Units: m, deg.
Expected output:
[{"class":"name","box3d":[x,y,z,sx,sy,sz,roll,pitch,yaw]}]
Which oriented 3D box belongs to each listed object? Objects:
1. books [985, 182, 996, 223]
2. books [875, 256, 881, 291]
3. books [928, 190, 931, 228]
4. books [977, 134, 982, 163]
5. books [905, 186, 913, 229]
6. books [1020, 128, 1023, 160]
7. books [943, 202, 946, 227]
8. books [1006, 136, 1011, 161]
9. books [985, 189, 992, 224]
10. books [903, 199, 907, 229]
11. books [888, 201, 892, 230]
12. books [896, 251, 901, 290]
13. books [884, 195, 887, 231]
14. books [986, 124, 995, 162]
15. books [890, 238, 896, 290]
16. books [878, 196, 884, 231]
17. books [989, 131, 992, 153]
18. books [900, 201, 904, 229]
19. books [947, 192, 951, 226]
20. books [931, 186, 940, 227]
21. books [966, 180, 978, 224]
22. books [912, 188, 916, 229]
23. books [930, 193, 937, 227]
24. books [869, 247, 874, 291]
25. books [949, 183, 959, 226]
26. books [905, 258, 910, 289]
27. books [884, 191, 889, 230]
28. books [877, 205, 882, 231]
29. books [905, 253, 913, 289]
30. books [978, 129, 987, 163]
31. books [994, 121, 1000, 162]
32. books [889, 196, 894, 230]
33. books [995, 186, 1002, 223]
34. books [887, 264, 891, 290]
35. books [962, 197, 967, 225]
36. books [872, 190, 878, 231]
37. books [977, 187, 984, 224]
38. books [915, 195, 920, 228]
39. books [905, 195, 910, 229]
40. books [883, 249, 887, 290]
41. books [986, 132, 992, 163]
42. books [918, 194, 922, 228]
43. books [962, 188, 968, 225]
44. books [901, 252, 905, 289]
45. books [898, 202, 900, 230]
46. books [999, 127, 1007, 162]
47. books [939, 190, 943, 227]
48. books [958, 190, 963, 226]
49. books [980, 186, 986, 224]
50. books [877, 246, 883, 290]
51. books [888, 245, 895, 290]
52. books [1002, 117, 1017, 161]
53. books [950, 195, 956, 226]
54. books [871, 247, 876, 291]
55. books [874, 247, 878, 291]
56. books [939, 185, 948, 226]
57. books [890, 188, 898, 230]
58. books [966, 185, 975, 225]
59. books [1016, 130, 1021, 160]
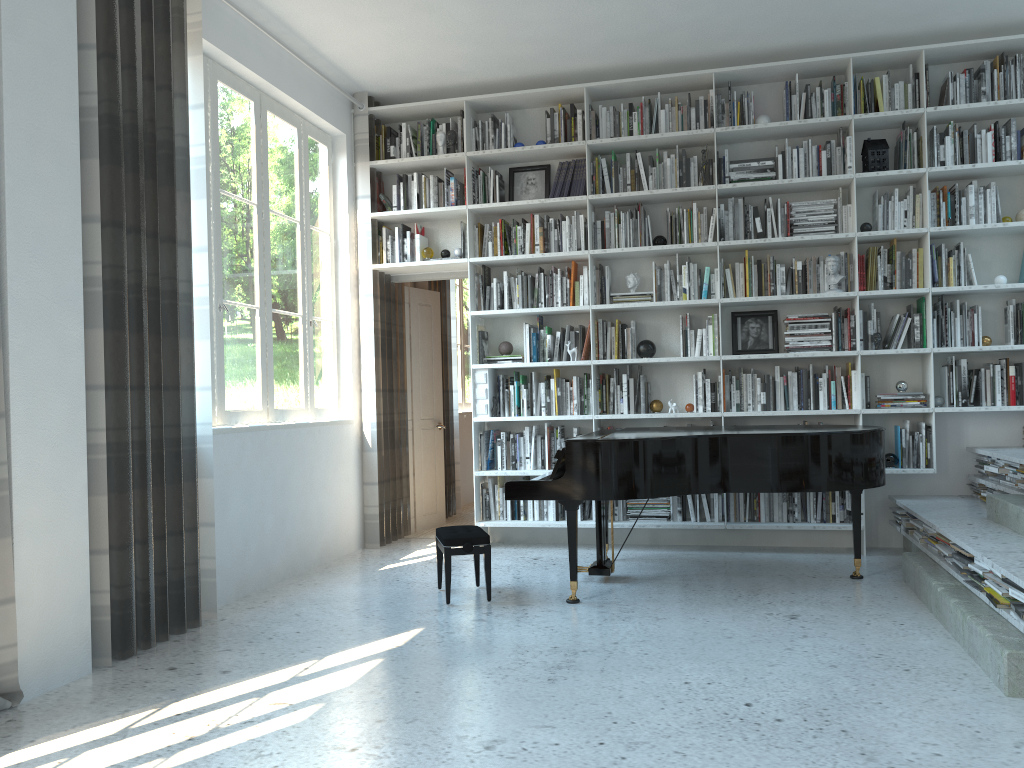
[{"class":"books","box3d":[2.971,-1.101,5.513,0.024,0.272,0.169,-2,-1,14]},{"class":"books","box3d":[2.341,-0.693,5.680,0.015,0.232,0.180,-2,-1,14]},{"class":"books","box3d":[2.612,-1.079,5.606,0.028,0.251,0.190,-2,-1,14]},{"class":"books","box3d":[2.907,-1.437,5.551,0.025,0.216,0.144,-2,-1,14]},{"class":"books","box3d":[2.523,-1.097,5.639,0.028,0.293,0.154,-2,0,14]},{"class":"books","box3d":[3.147,-1.455,5.469,0.054,0.235,0.171,-2,-1,14]},{"class":"books","box3d":[2.710,-1.046,5.597,0.021,0.179,0.136,-2,-1,14]},{"class":"books","box3d":[3.054,-1.425,5.502,0.027,0.181,0.176,-2,-1,14]},{"class":"books","box3d":[2.952,-1.080,5.530,0.021,0.232,0.183,-2,-1,14]},{"class":"books","box3d":[2.487,-1.054,5.639,0.029,0.211,0.157,-2,-1,14]},{"class":"books","box3d":[2.404,-1.050,5.672,0.023,0.207,0.171,-2,-1,14]},{"class":"books","box3d":[2.451,-0.706,5.658,0.033,0.253,0.174,-2,-1,14]},{"class":"books","box3d":[2.379,-1.070,5.678,0.028,0.250,0.164,-2,-1,14]},{"class":"books","box3d":[2.974,-1.464,5.523,0.012,0.264,0.156,-2,-1,14]},{"class":"books","box3d":[2.431,-0.748,5.659,0.021,0.337,0.169,-2,0,14]},{"class":"books","box3d":[2.363,-1.066,5.687,0.024,0.242,0.159,-2,-1,14]},{"class":"books","box3d":[2.963,-1.442,5.524,0.011,0.222,0.159,-2,-1,14]},{"class":"books","box3d":[2.466,-1.047,5.643,0.027,0.196,0.185,-2,-1,14]},{"class":"books","box3d":[2.738,-1.075,5.587,0.013,0.236,0.157,-2,-1,14]},{"class":"books","box3d":[2.679,-1.095,5.609,0.014,0.278,0.154,-2,0,14]},{"class":"books","box3d":[2.883,-1.109,5.556,0.027,0.295,0.159,-2,0,14]},{"class":"books","box3d":[2.538,-1.089,5.633,0.025,0.277,0.173,-2,-1,14]},{"class":"books","box3d":[2.659,-1.076,5.619,0.030,0.242,0.138,-2,-1,14]},{"class":"books","box3d":[2.298,-0.721,5.700,0.035,0.293,0.145,-2,0,14]},{"class":"books","box3d":[2.772,-1.099,5.560,0.014,0.280,0.177,-2,-1,14]},{"class":"books","box3d":[2.494,-0.683,5.630,0.034,0.204,0.181,-2,-1,14]},{"class":"books","box3d":[2.393,-1.084,5.675,0.019,0.275,0.146,-2,0,14]},{"class":"books","box3d":[2.340,-1.037,5.671,0.028,0.185,0.181,-2,-1,14]},{"class":"books","box3d":[2.523,-0.702,5.643,0.028,0.239,0.145,-2,-1,14]},{"class":"books","box3d":[2.927,-1.448,5.534,0.023,0.237,0.149,-2,-1,14]},{"class":"books","box3d":[3.007,-1.475,5.528,0.012,0.285,0.159,-2,-1,14]},{"class":"books","box3d":[2.417,-1.065,5.663,0.023,0.236,0.178,-2,-1,14]},{"class":"books","box3d":[3.014,-1.092,5.526,0.034,0.254,0.161,-2,-1,14]},{"class":"books","box3d":[2.407,-0.668,5.687,0.030,0.181,0.131,-2,-1,14]},{"class":"books","box3d":[2.817,-1.057,5.565,0.025,0.194,0.171,-2,-1,14]},{"class":"books","box3d":[2.332,-1.087,5.696,0.018,0.285,0.159,-2,-1,14]},{"class":"books","box3d":[2.905,-1.085,5.535,0.025,0.245,0.183,-2,-1,14]},{"class":"books","box3d":[2.551,-1.066,5.613,0.028,0.230,0.176,-2,-1,14]},{"class":"books","box3d":[2.506,-1.067,5.641,0.024,0.234,0.149,-2,-1,14]},{"class":"books","box3d":[2.380,-0.716,5.691,0.035,0.278,0.139,-2,0,14]},{"class":"books","box3d":[2.945,-1.435,5.515,0.021,0.209,0.181,-2,-1,14]},{"class":"books","box3d":[2.572,-1.071,5.623,0.026,0.238,0.173,-2,-1,14]},{"class":"books","box3d":[2.835,-1.089,5.566,0.011,0.257,0.131,-2,0,14]},{"class":"books","box3d":[2.468,-0.702,5.628,0.027,0.242,0.188,-2,-1,14]},{"class":"books","box3d":[2.447,-1.045,5.645,0.024,0.195,0.173,-2,-1,14]},{"class":"books","box3d":[3.024,-1.452,5.505,0.030,0.238,0.185,-2,-1,14]},{"class":"books","box3d":[2.689,-1.080,5.590,0.014,0.248,0.176,-2,-1,14]},{"class":"books","box3d":[2.791,-1.078,5.562,0.022,0.237,0.164,-2,-1,14]},{"class":"books","box3d":[2.933,-1.094,5.549,0.024,0.262,0.133,-2,0,14]},{"class":"books","box3d":[2.356,-0.724,5.673,0.019,0.294,0.163,-2,-1,14]},{"class":"books","box3d":[2.415,-0.726,5.644,0.019,0.293,0.182,-2,-1,14]},{"class":"books","box3d":[3.077,-1.477,5.483,0.029,0.285,0.183,-2,-1,14]},{"class":"books","box3d":[2.758,-1.066,5.584,0.026,0.216,0.161,-2,-1,14]},{"class":"books","box3d":[2.307,-0.722,5.682,0.035,0.293,0.145,-2,0,14]},{"class":"books","box3d":[2.323,-0.722,5.694,0.035,0.293,0.145,-2,0,14]},{"class":"books","box3d":[2.730,-1.099,5.609,0.014,0.284,0.135,-2,0,14]},{"class":"books","box3d":[2.428,-1.085,5.638,0.028,0.275,0.187,-2,-1,14]},{"class":"books","box3d":[2.849,-1.093,5.538,0.030,0.263,0.182,-2,-1,14]},{"class":"books","box3d":[3.110,-1.442,5.490,0.030,0.213,0.156,-2,-1,14]}]
